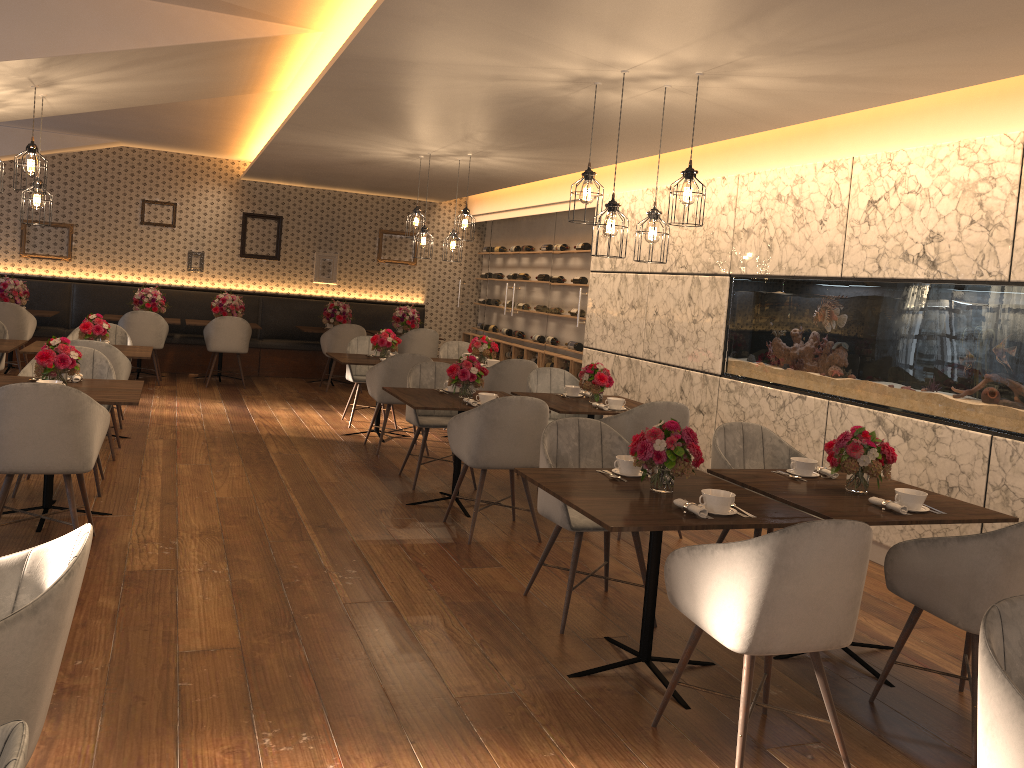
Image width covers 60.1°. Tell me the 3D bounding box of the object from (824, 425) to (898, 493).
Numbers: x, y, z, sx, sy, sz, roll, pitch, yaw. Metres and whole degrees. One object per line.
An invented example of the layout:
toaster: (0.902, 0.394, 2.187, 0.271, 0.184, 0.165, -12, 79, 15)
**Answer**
object: (1.511, 0.316, 3.855, 0.305, 0.300, 0.235, 5, 4, 1)

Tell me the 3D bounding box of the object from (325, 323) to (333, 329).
object: (-2.489, -0.797, 12.146, 0.148, 0.072, 0.148, 7, 6, 26)

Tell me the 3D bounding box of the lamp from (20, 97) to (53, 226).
lamp: (-3.043, -2.074, 5.765, 0.175, 2.065, 0.176, 4, 3, -20)

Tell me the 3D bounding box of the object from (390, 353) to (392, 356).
object: (-1.179, -0.282, 8.556, 0.056, 0.039, 0.176, 3, 6, -21)

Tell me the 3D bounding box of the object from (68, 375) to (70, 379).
object: (-2.666, -0.058, 5.179, 0.149, 0.072, 0.148, 9, 7, 36)

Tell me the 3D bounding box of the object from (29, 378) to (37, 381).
object: (-2.767, -0.031, 5.122, 0.043, 0.015, 0.198, 2, 7, -25)

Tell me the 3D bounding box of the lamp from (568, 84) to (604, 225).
lamp: (0.493, -1.934, 4.929, 0.175, 2.065, 0.176, 4, 3, -20)

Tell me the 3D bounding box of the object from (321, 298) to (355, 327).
object: (-2.323, -0.922, 11.791, 0.406, 0.424, 0.420, 6, 5, 21)

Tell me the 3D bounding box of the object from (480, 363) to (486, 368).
object: (-0.286, -0.175, 8.249, 0.056, 0.039, 0.176, 3, 6, -21)

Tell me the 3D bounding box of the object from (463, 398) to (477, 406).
object: (-0.264, 0.112, 5.609, 0.056, 0.039, 0.176, 3, 6, -21)

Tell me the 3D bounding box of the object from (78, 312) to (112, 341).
object: (-3.309, -0.426, 7.034, 0.234, 0.300, 0.306, 5, 5, -2)

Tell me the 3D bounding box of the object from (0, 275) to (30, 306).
object: (-5.908, -1.068, 10.408, 0.419, 0.424, 0.407, 2, 5, -33)

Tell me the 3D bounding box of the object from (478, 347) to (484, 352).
object: (-0.301, -0.335, 8.488, 0.049, 0.052, 0.078, 4, 5, -11)

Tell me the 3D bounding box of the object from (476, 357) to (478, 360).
object: (-0.323, -0.247, 8.886, 0.056, 0.039, 0.176, 3, 6, -21)

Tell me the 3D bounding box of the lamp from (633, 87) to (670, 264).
lamp: (0.852, -1.702, 4.867, 0.175, 2.065, 0.176, 4, 3, -20)

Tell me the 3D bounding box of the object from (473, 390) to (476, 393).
object: (-0.301, 0.041, 6.245, 0.056, 0.039, 0.176, 3, 6, -21)

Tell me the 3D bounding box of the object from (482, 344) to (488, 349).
object: (-0.272, -0.363, 8.484, 0.048, 0.052, 0.077, 1, 6, -42)

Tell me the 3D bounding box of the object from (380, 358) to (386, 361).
object: (-1.142, -0.210, 7.920, 0.056, 0.039, 0.176, 3, 6, -21)

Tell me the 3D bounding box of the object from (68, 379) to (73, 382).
object: (-2.591, -0.030, 5.200, 0.025, 0.024, 0.193, 3, 6, -21)

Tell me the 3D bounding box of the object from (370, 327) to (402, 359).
object: (-1.173, -0.382, 8.254, 0.305, 0.300, 0.235, 0, 6, -43)

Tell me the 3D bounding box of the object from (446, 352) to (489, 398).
object: (-0.295, -0.059, 5.943, 0.305, 0.300, 0.235, 0, 6, -43)

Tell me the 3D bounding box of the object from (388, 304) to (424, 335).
object: (-1.452, -0.887, 12.138, 0.406, 0.424, 0.420, 7, 5, 22)

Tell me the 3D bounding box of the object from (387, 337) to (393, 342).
object: (-1.145, -0.411, 8.181, 0.077, 0.052, 0.045, 8, 5, 31)

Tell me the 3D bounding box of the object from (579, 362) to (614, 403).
object: (0.603, -0.018, 6.257, 0.234, 0.300, 0.307, 3, 5, -19)

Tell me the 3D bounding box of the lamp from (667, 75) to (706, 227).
lamp: (0.984, -1.852, 4.551, 0.175, 2.065, 0.176, 4, 3, -20)

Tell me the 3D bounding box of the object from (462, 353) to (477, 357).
object: (-0.428, -0.268, 8.844, 0.148, 0.072, 0.149, -1, 8, -43)

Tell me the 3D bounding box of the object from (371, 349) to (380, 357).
object: (-1.284, -0.304, 8.514, 0.148, 0.072, 0.149, -1, 8, -43)

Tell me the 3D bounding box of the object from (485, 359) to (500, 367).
object: (-0.179, -0.187, 8.289, 0.148, 0.072, 0.149, -1, 8, -43)

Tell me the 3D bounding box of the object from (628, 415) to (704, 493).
object: (0.617, 0.277, 3.541, 0.305, 0.300, 0.235, 6, 4, 11)

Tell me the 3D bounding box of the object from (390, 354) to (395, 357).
object: (-1.035, -0.223, 7.960, 0.148, 0.072, 0.149, -1, 8, -43)

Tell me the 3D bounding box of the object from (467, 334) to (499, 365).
object: (-0.277, -0.341, 8.565, 0.305, 0.300, 0.235, 5, 4, 1)

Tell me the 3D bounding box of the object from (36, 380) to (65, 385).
object: (-2.417, 0.023, 4.624, 0.149, 0.072, 0.148, 9, 7, 36)

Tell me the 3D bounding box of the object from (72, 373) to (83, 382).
object: (-2.562, -0.036, 5.221, 0.056, 0.039, 0.176, 3, 6, -21)

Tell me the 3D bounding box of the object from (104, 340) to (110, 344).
object: (-3.383, -0.339, 7.384, 0.056, 0.039, 0.176, 3, 6, -21)

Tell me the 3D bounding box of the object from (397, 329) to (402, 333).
object: (-1.556, -0.758, 12.505, 0.148, 0.072, 0.148, 7, 6, 21)

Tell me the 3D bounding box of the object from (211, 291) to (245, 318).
object: (-3.618, -0.974, 11.279, 0.419, 0.424, 0.407, 3, 5, -19)

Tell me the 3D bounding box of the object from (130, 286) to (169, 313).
object: (-4.521, -1.021, 11.038, 0.406, 0.424, 0.420, 7, 5, 22)

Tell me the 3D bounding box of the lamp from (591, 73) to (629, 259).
lamp: (0.594, -1.699, 4.632, 0.175, 2.065, 0.176, 4, 3, -20)

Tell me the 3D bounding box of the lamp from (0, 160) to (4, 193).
lamp: (-3.402, -2.305, 5.828, 0.175, 2.065, 0.176, 4, 3, -20)

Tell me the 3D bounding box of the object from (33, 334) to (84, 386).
object: (-2.487, -0.125, 4.870, 0.234, 0.300, 0.306, 5, 5, -2)

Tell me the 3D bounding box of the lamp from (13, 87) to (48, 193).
lamp: (-2.911, -2.223, 5.449, 0.175, 2.065, 0.176, 4, 3, -20)

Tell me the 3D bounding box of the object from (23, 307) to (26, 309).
object: (-5.970, -0.924, 10.808, 0.056, 0.039, 0.176, 3, 6, -21)

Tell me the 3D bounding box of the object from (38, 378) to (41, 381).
object: (-2.732, -0.023, 5.128, 0.022, 0.004, 0.212, 2, 7, -21)
